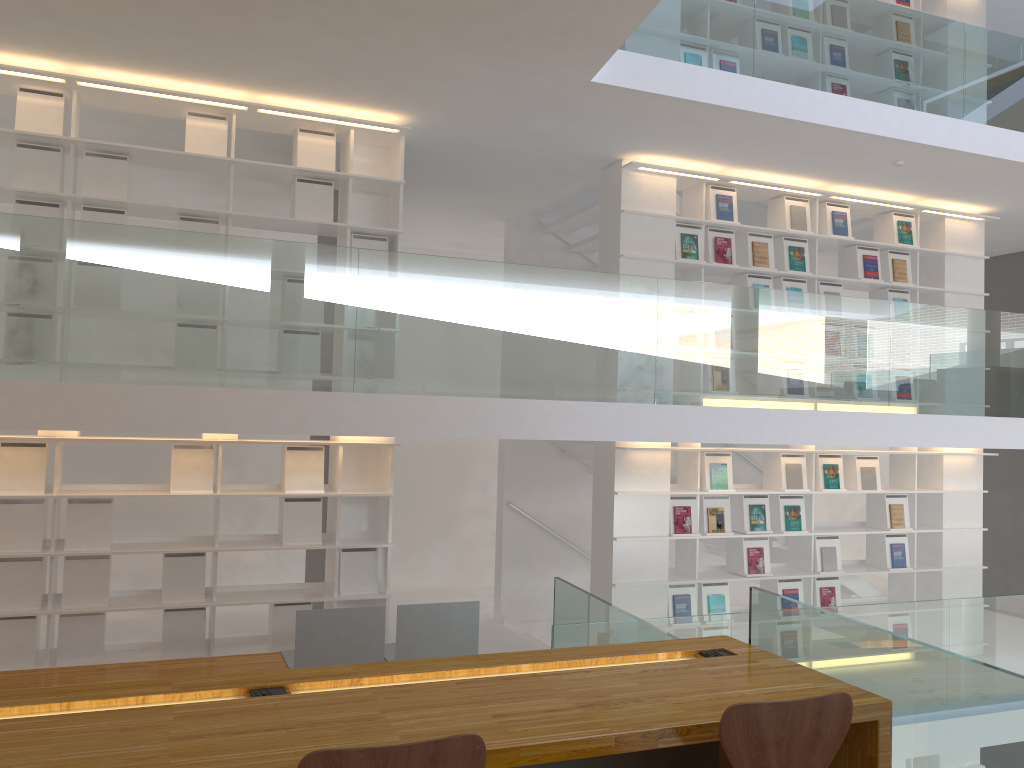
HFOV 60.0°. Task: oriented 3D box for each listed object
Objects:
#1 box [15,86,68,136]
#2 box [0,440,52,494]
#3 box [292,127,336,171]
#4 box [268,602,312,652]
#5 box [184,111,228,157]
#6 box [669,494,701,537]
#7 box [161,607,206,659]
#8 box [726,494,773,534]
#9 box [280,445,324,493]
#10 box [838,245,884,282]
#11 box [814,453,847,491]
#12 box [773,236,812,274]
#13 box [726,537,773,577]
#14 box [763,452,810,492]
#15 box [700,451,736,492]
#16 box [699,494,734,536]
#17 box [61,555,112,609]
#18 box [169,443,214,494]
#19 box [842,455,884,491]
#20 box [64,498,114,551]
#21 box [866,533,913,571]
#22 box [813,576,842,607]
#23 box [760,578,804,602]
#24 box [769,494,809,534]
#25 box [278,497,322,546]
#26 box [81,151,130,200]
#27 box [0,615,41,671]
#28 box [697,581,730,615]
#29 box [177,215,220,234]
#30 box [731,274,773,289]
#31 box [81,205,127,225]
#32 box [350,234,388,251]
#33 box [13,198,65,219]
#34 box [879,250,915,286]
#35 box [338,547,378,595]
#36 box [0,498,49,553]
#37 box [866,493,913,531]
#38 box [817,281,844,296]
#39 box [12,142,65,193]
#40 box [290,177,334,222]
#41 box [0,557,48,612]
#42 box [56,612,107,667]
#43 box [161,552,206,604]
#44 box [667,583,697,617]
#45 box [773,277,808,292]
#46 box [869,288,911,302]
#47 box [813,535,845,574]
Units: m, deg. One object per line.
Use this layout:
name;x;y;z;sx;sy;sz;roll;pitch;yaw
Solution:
box;-2.788;-1.575;5.258;0.245;0.296;0.274;3;-3;-22
box;-2.846;0.484;5.174;0.245;0.296;0.274;3;-3;-22
box;-1.304;-1.509;5.853;0.245;0.296;0.274;3;-3;-22
box;-1.427;1.532;5.714;0.245;0.296;0.274;3;-3;-22
box;-1.933;-1.538;5.599;0.245;0.296;0.274;3;-3;-22
box;1.259;0.990;6.743;0.245;0.296;0.274;3;-3;-22
box;-2.026;1.505;5.474;0.245;0.296;0.274;3;-3;-22
box;1.872;1.012;6.989;0.245;0.296;0.274;3;-3;-22
box;-1.362;0.549;5.769;0.245;0.296;0.274;3;-3;-22
box;2.943;-0.997;7.479;0.245;0.296;0.274;3;-3;-22
box;2.554;0.720;7.272;0.245;0.296;0.274;3;-3;-22
box;2.250;-1.025;7.201;0.245;0.296;0.274;3;-3;-22
box;1.868;1.340;6.978;0.245;0.296;0.274;3;-3;-22
box;2.208;0.705;7.133;0.245;0.296;0.274;3;-3;-22
box;1.550;0.675;6.869;0.245;0.296;0.274;3;-3;-22
box;1.536;1.005;6.867;0.245;0.296;0.274;3;-3;-22
box;-2.529;1.154;5.282;0.245;0.296;0.274;3;-3;-22
box;-1.990;0.520;5.515;0.245;0.296;0.274;3;-3;-22
box;-0.324;2.337;6.060;7.125;3.764;0.498;3;-3;-22
box;-2.520;0.827;5.295;0.245;0.296;0.274;3;-3;-22
box;3.193;1.406;7.509;0.245;0.296;0.274;3;-3;-22
box;2.518;1.705;7.228;0.245;0.296;0.274;3;-3;-22
box;2.170;1.690;7.089;0.245;0.296;0.274;3;-3;-22
box;2.193;1.033;7.117;0.245;0.296;0.274;3;-3;-22
box;-1.373;0.877;5.755;0.245;0.296;0.274;3;-3;-22
box;-2.462;-1.232;5.379;0.245;0.296;0.274;3;-3;-22
box;-2.883;1.467;5.130;0.245;0.296;0.274;3;-3;-22
box;1.518;1.660;6.827;0.245;0.296;0.274;3;-3;-22
box;-1.972;-0.882;5.566;0.245;0.296;0.274;3;-3;-22
box;1.923;-0.711;7.060;0.245;0.296;0.274;3;-3;-22
box;-2.471;-0.904;5.366;0.245;0.296;0.274;3;-3;-22
box;-0.976;-0.838;5.965;0.245;0.296;0.274;3;-3;-22
box;-2.797;-0.919;5.235;0.245;0.296;0.274;3;-3;-22
box;3.259;-0.981;7.605;0.245;0.296;0.274;3;-3;-22
box;-1.034;1.220;5.881;0.245;0.296;0.274;3;-3;-22
box;-2.855;0.811;5.161;0.245;0.296;0.274;3;-3;-22
box;3.201;1.078;7.521;0.245;0.296;0.274;3;-3;-22
box;2.579;-0.682;7.323;0.245;0.296;0.274;3;-3;-22
box;-2.797;-1.247;5.245;0.245;0.296;0.274;3;-3;-22
box;-1.315;-1.182;5.839;0.245;0.296;0.274;3;-3;-22
box;-2.855;1.140;5.151;0.245;0.296;0.274;3;-3;-22
box;-2.550;1.482;5.264;0.245;0.296;0.274;3;-3;-22
box;-2.030;1.176;5.482;0.245;0.296;0.274;3;-3;-22
box;1.244;1.648;6.717;0.245;0.296;0.274;3;-3;-22
box;2.237;-0.697;7.186;0.245;0.296;0.274;3;-3;-22
box;3.251;-0.652;7.593;0.245;0.296;0.274;3;-3;-22
box;2.522;1.376;7.239;0.245;0.296;0.274;3;-3;-22
